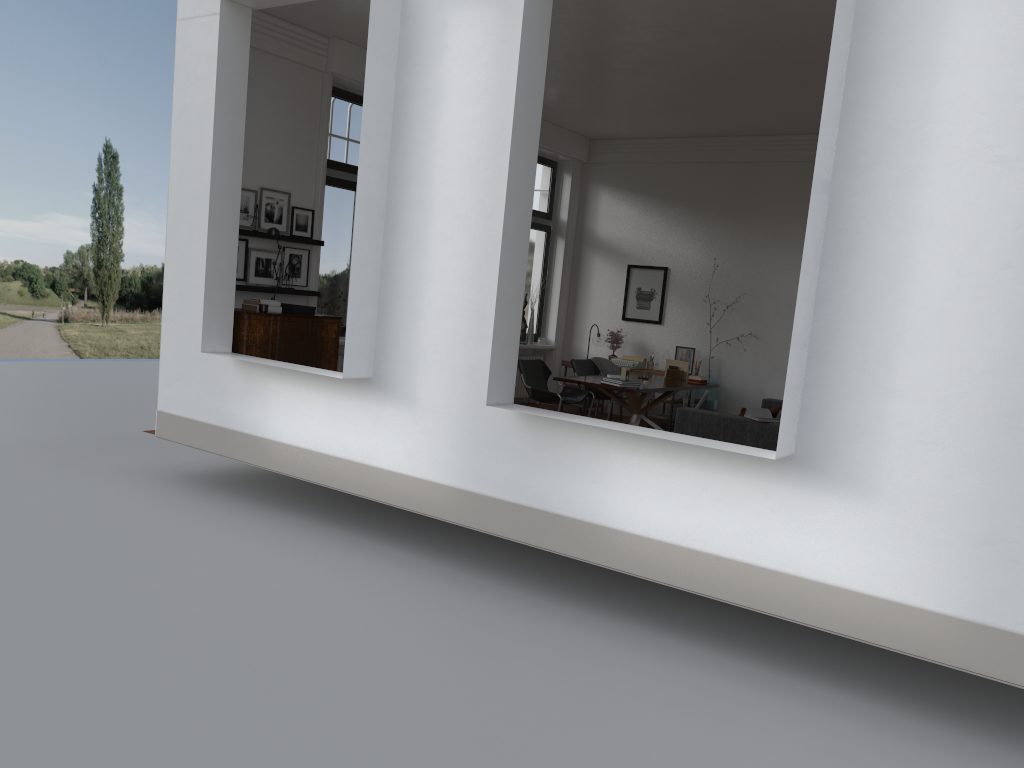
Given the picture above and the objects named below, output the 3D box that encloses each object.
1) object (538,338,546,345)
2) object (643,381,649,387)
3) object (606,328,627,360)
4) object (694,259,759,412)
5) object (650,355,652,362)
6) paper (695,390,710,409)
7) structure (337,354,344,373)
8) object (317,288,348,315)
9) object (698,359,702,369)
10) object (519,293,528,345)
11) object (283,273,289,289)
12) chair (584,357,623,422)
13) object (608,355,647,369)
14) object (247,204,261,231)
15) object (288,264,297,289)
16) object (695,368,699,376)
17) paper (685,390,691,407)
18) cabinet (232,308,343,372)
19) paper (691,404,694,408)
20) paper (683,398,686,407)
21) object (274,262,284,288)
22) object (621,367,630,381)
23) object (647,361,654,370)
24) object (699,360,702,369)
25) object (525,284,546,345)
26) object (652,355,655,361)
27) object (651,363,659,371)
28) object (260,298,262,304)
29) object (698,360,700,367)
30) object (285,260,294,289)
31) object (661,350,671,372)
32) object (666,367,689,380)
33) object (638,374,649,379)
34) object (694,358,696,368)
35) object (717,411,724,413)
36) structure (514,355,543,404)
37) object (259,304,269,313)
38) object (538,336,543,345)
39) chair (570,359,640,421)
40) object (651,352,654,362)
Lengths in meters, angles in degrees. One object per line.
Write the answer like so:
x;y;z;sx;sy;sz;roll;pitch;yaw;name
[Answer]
0.454;-0.651;13.424;0.132;0.098;0.134;6;6;5;object
1.422;0.001;9.482;0.082;0.065;0.064;1;7;-34;object
1.474;-0.553;12.833;0.290;0.530;0.307;4;7;-10;object
2.894;-0.635;11.888;0.807;2.063;0.353;7;7;16;object
1.960;-0.312;12.531;0.008;0.207;0.054;8;7;22;object
2.420;0.361;11.741;0.330;0.611;0.047;7;7;15;paper
-1.909;0.047;10.325;0.225;0.780;1.452;10;7;35;structure
-2.016;-0.791;9.828;0.317;0.601;0.540;6;6;6;object
2.298;-0.210;10.881;0.008;0.193;0.049;1;8;-31;object
0.158;-0.945;12.794;0.165;0.755;0.142;4;7;-13;object
-2.273;-1.038;8.937;0.040;0.161;0.066;10;8;35;object
1.273;0.085;12.025;0.715;0.902;0.547;9;7;27;chair
1.576;-0.316;12.448;0.534;0.149;0.484;9;7;33;object
-2.484;-1.602;8.539;0.040;0.261;0.174;10;8;35;object
-2.245;-1.099;9.072;0.040;0.262;0.110;10;8;35;object
2.275;-0.148;10.911;0.058;0.091;0.058;8;7;22;object
2.316;0.335;11.913;0.047;0.627;0.293;9;7;27;paper
-2.308;-0.091;8.644;0.639;1.221;1.265;10;8;35;cabinet
2.371;0.458;11.903;0.126;0.389;0.026;1;8;-33;paper
2.276;0.422;11.746;0.073;0.480;0.033;3;7;-18;paper
-2.330;-1.089;8.890;0.040;0.261;0.124;10;8;35;object
1.205;-0.104;9.427;0.082;0.126;0.275;7;6;8;object
1.952;-0.262;12.512;0.075;0.114;0.058;10;8;35;object
2.306;-0.212;10.893;0.008;0.195;0.036;-1;9;-43;object
0.353;-1.096;12.988;0.289;1.056;0.295;11;8;37;object
1.977;-0.310;12.515;0.054;0.207;0.008;8;7;18;object
1.986;-0.234;12.315;0.093;0.102;0.093;9;7;26;object
-2.312;-0.738;8.179;0.010;0.119;0.050;11;8;37;object
2.296;-0.216;10.925;0.038;0.195;0.008;2;8;-29;object
-2.260;-1.112;8.998;0.040;0.299;0.118;10;8;35;object
2.154;-0.326;12.379;0.111;0.303;0.111;3;7;-19;object
2.065;-0.144;11.077;0.228;0.167;0.149;10;7;35;object
1.575;-0.091;10.681;0.133;0.047;0.114;5;6;-2;object
2.252;-0.217;10.905;0.049;0.193;0.008;6;7;4;object
2.599;0.516;12.064;0.434;0.317;0.341;10;7;35;object
-0.022;-0.030;12.995;0.225;0.780;1.452;10;7;35;structure
-2.302;-0.700;8.217;0.091;0.077;0.091;6;6;8;object
0.424;-0.653;13.234;0.072;0.134;0.072;2;7;-30;object
1.123;0.159;11.185;0.744;0.875;0.752;10;8;35;chair
1.977;-0.328;12.526;0.023;0.240;0.028;10;8;32;object
